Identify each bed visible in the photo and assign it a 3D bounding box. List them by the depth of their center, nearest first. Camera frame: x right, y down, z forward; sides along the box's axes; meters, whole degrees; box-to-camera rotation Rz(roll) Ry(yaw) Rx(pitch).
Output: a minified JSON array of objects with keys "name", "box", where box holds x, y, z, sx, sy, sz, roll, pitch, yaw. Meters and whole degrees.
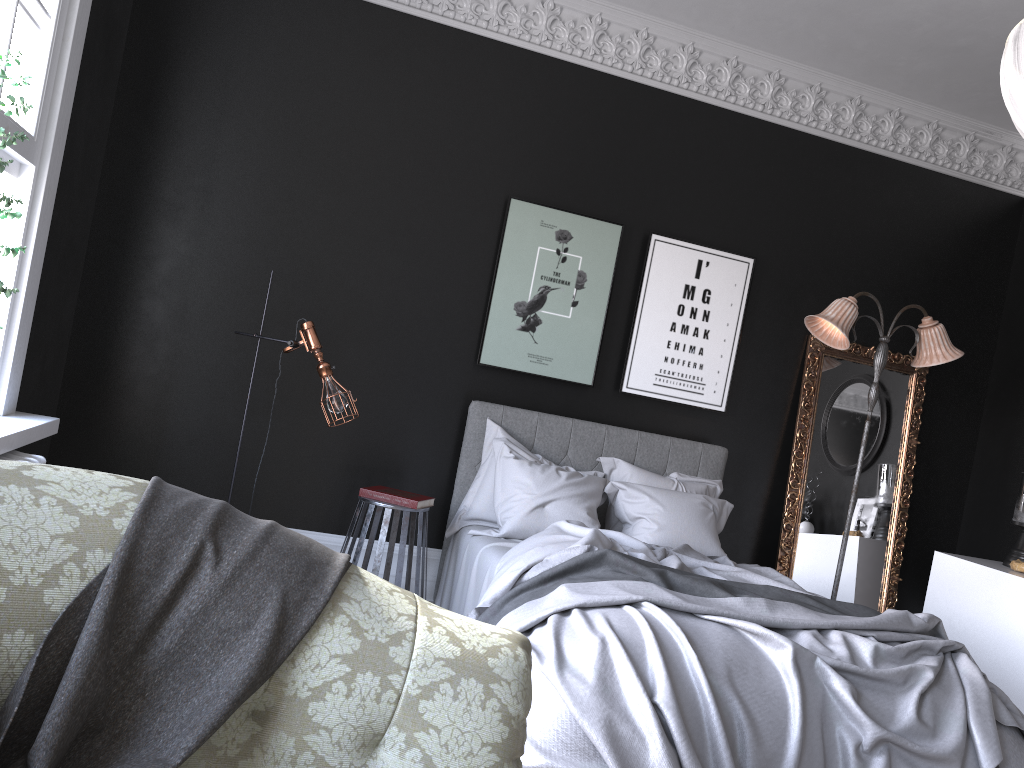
[{"name":"bed","box":[0.761,0.937,4.265,2.769,1.298,3.278,11,0,-26]}]

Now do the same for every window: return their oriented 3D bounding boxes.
[{"name":"window","box":[-1.636,-1.340,2.774,0.056,1.017,1.261,11,0,-15]}]

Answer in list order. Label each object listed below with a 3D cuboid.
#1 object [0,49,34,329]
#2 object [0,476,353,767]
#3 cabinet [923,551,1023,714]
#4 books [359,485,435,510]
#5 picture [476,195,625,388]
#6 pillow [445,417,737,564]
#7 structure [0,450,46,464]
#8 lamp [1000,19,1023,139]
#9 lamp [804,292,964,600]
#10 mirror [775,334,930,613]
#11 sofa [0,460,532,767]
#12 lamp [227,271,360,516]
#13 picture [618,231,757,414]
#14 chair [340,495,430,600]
[{"name":"object","box":[-1.565,-0.372,2.407,0.504,1.134,0.475,11,0,25]},{"name":"object","box":[-0.737,0.423,1.190,0.516,0.585,1.369,11,0,34]},{"name":"cabinet","box":[3.309,1.645,4.837,0.571,0.882,2.394,11,0,-15]},{"name":"books","box":[-0.639,0.632,4.954,0.346,0.045,0.276,11,-1,15]},{"name":"picture","box":[0.255,-0.577,5.651,0.792,1.078,0.014,11,1,-15]},{"name":"pillow","box":[0.573,0.723,5.353,1.832,0.760,0.679,11,0,-15]},{"name":"structure","box":[-1.817,0.683,2.856,0.276,0.848,1.140,11,0,-15]},{"name":"lamp","box":[1.766,-1.151,2.293,0.781,2.049,0.785,11,0,29]},{"name":"lamp","box":[2.163,0.648,5.585,0.985,2.411,0.773,11,0,18]},{"name":"mirror","box":[2.363,0.810,6.196,0.992,2.192,0.254,11,1,-15]},{"name":"sofa","box":[-0.454,0.761,0.289,1.607,1.161,2.810,11,0,-14]},{"name":"lamp","box":[-1.657,0.231,4.827,1.715,1.779,0.437,11,0,23]},{"name":"picture","box":[1.176,-0.398,5.900,0.792,1.078,0.014,11,1,-15]},{"name":"chair","box":[-0.717,0.982,4.955,0.612,0.673,0.614,11,0,29]}]
